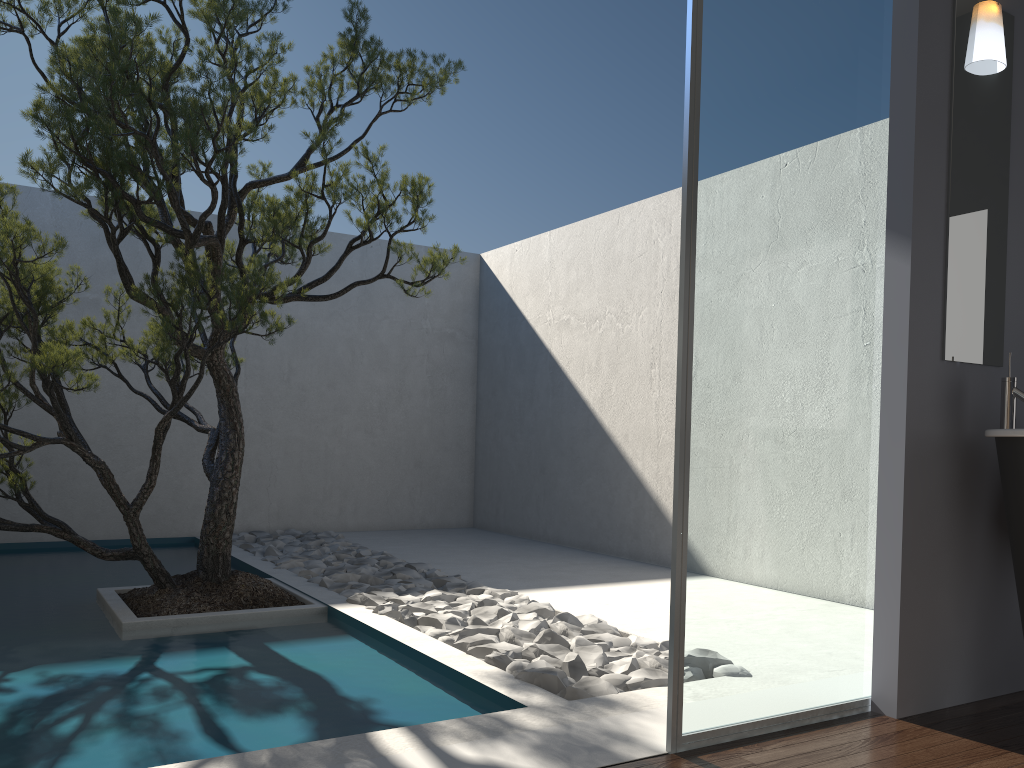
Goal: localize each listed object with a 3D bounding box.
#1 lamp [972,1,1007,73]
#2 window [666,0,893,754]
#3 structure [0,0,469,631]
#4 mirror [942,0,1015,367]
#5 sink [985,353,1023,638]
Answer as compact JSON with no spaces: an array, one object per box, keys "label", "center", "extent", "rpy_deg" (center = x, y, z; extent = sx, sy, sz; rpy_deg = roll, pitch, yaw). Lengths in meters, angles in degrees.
[{"label":"lamp","center":[1.684,-1.221,3.089],"extent":[0.157,0.214,0.057],"rpy_deg":[2,0,-31]},{"label":"window","center":[1.302,-0.369,3.059],"extent":[1.887,3.002,0.021],"rpy_deg":[2,0,-31]},{"label":"structure","center":[-1.762,-0.346,4.474],"extent":[2.590,3.469,2.518],"rpy_deg":[2,-1,-38]},{"label":"mirror","center":[1.648,-0.706,3.121],"extent":[0.355,1.270,0.012],"rpy_deg":[1,1,-31]},{"label":"sink","center":[1.856,0.505,2.808],"extent":[0.646,1.250,0.647],"rpy_deg":[1,0,40]}]
